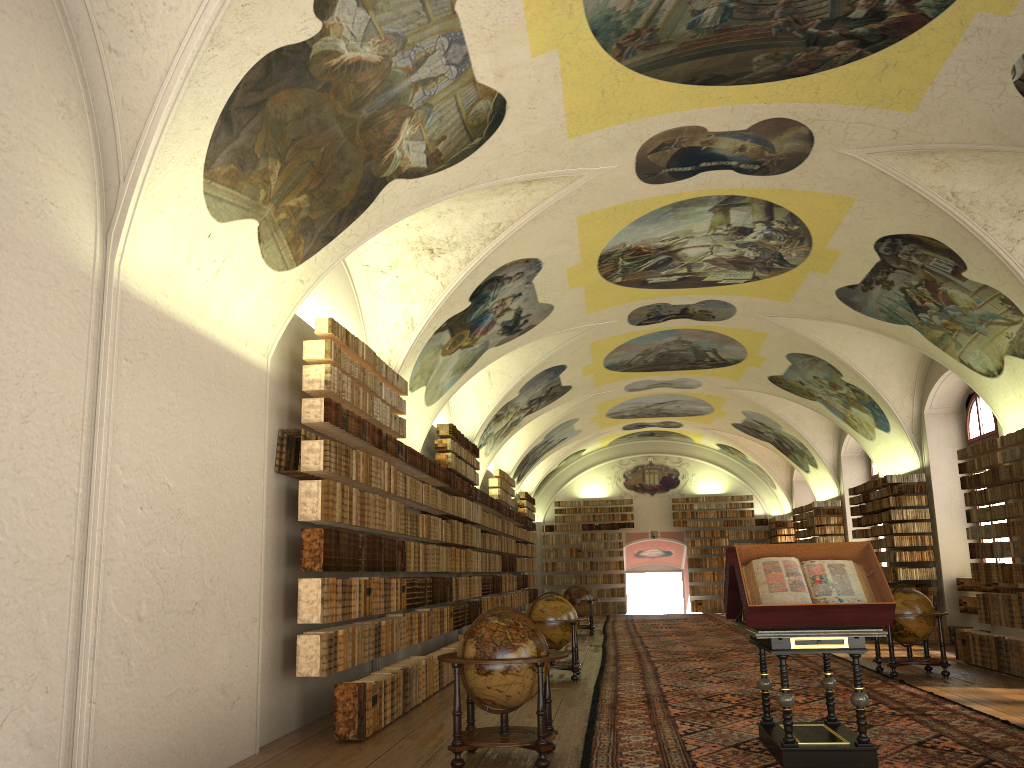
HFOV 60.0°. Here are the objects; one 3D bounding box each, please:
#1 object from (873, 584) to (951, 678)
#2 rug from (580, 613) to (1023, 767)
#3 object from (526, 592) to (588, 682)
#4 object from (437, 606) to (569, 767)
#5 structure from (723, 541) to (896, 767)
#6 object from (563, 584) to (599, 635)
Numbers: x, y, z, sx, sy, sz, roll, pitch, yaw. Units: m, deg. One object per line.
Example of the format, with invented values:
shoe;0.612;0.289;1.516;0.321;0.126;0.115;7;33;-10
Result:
object;6.482;4.019;14.545;1.280;1.443;1.283;6;-13;-31
rug;4.108;5.525;18.075;4.704;0.064;37.045;-3;-12;6
object;0.678;4.292;15.168;1.281;1.443;1.281;-12;-16;43
object;-0.081;2.903;8.627;1.280;1.443;1.283;6;-13;-31
structure;2.806;2.544;8.530;1.245;1.973;1.898;-3;-12;6
object;1.911;6.560;25.847;1.281;1.443;1.282;9;-15;-40
